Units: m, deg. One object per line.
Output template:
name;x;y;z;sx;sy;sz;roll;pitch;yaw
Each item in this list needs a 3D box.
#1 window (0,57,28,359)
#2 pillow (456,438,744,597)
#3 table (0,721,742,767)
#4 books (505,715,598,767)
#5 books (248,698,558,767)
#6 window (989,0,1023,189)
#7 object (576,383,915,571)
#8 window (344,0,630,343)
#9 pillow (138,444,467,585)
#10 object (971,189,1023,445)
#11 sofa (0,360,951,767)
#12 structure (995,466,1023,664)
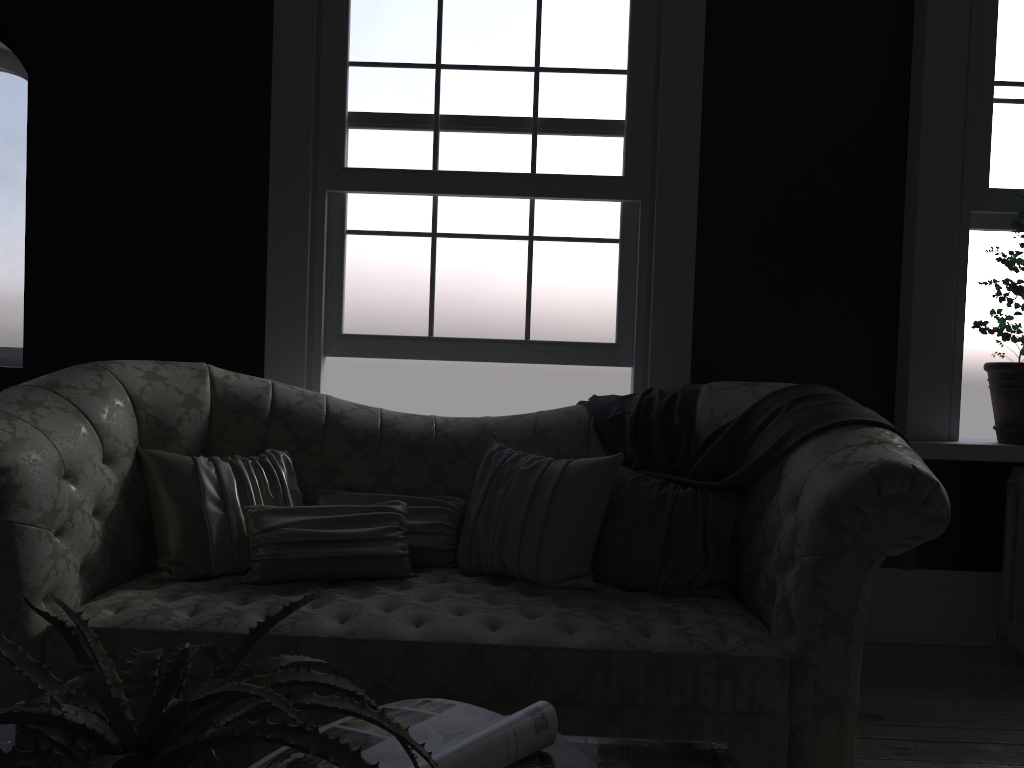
window;-2.585;-0.859;4.331;0.740;1.457;0.112;2;2;1
pillow;0.285;0.445;2.998;0.964;0.462;0.405;2;1;8
table;-0.399;0.825;0.878;1.449;0.558;1.092;2;1;1
books;-0.065;0.481;1.114;0.318;0.011;0.252;2;1;-22
books;-0.144;0.465;1.106;0.273;0.109;0.322;3;1;36
window;2.665;-1.237;3.825;1.263;1.017;0.056;2;2;1
object;0.738;0.281;3.135;0.517;0.585;1.366;1;1;-40
window;-0.118;-1.009;3.878;1.263;1.673;0.056;2;2;1
pillow;-0.715;0.431;2.992;1.105;0.416;0.529;2;1;1
object;2.200;-0.310;3.714;0.474;1.134;0.505;3;2;41
sofa;-0.236;0.535;3.057;2.813;1.161;1.605;2;1;2
structure;2.598;0.785;3.677;1.141;0.849;0.276;2;2;1
